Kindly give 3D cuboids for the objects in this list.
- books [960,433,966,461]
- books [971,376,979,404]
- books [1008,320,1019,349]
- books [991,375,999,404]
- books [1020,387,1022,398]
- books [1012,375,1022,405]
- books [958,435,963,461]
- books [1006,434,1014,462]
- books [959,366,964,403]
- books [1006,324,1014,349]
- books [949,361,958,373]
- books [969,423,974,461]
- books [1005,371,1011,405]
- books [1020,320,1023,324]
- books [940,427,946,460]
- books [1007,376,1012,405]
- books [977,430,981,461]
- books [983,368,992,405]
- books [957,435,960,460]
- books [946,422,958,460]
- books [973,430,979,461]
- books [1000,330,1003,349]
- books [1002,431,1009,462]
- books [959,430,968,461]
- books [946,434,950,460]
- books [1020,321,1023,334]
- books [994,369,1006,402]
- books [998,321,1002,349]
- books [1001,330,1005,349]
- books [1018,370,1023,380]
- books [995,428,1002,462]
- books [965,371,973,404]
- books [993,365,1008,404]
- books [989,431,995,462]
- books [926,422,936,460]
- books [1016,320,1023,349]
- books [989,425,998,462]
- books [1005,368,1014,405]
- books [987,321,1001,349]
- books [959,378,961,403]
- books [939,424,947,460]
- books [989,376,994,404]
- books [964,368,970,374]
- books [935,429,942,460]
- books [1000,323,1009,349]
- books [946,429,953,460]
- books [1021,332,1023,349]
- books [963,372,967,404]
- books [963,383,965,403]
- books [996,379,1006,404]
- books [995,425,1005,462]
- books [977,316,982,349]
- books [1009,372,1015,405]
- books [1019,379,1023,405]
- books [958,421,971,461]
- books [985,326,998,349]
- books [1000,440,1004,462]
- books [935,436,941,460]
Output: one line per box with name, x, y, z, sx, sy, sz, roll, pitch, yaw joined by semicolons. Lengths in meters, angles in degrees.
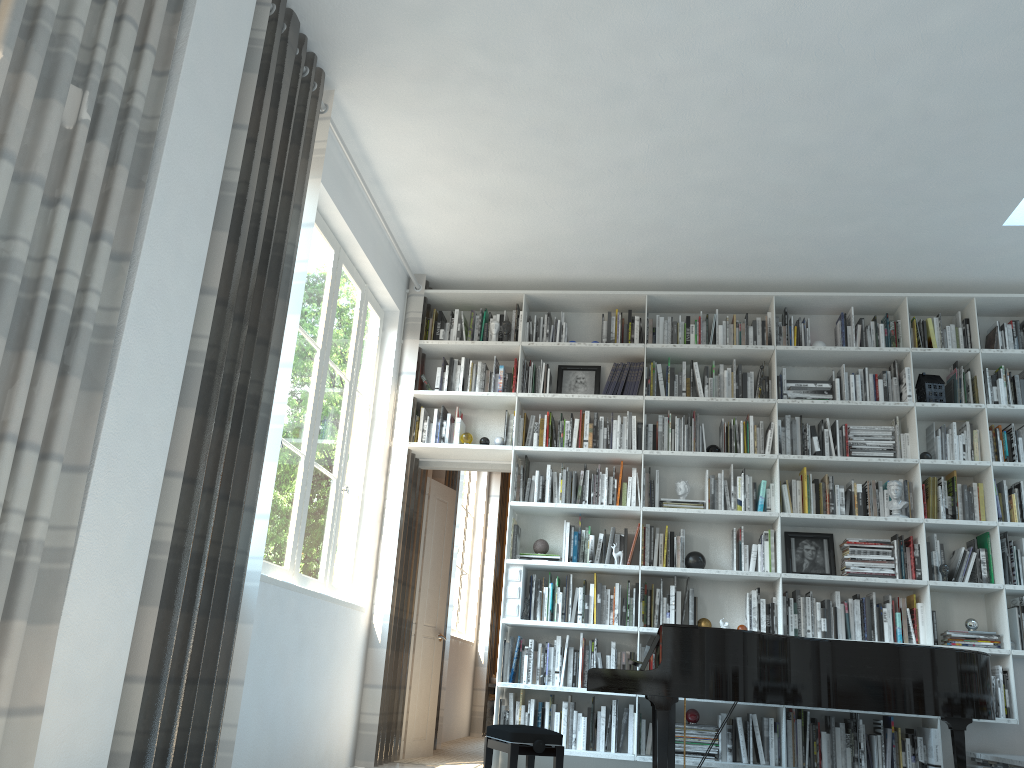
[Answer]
books;2.837;0.436;5.621;0.029;0.210;0.158;1;-19;8
books;2.957;0.083;5.708;0.008;0.213;0.224;1;-19;8
books;3.266;-0.268;5.810;0.030;0.254;0.161;1;-19;8
books;3.090;0.081;5.716;0.026;0.242;0.148;1;-19;8
books;3.240;0.101;5.698;0.014;0.214;0.132;1;-19;8
books;3.218;0.082;5.687;0.027;0.240;0.160;1;-19;8
books;2.816;0.442;5.621;0.027;0.196;0.185;1;-19;8
books;3.112;0.443;5.593;0.026;0.215;0.162;1;-19;8
books;2.886;0.048;5.735;0.021;0.287;0.180;1;-19;8
books;3.236;-0.254;5.810;0.028;0.225;0.164;1;-19;8
books;2.875;0.031;5.766;0.025;0.338;0.143;1;-18;8
books;2.892;0.407;5.630;0.025;0.276;0.173;1;-19;8
books;3.158;0.068;5.702;0.010;0.267;0.166;1;-19;8
books;3.374;-0.282;5.802;0.024;0.291;0.168;1;-18;8
books;2.728;0.419;5.655;0.028;0.249;0.165;1;-19;8
books;3.169;0.087;5.704;0.012;0.235;0.166;1;-19;8
books;2.925;0.427;5.618;0.026;0.237;0.173;1;-19;8
books;3.049;0.058;5.721;0.012;0.284;0.160;1;-18;8
books;2.797;0.441;5.621;0.024;0.194;0.173;1;-19;8
books;2.782;0.399;5.625;0.028;0.274;0.187;1;-19;8
books;2.904;0.425;5.605;0.028;0.229;0.177;1;-19;8
books;3.187;-0.266;5.831;0.012;0.254;0.134;1;-18;8
books;3.094;0.432;5.597;0.013;0.235;0.158;1;-19;8
books;2.858;0.427;5.628;0.024;0.233;0.150;1;-19;8
books;2.752;0.439;5.644;0.023;0.206;0.171;1;-19;8
books;3.344;-0.274;5.779;0.028;0.257;0.185;1;-19;8
books;3.135;0.063;5.714;0.011;0.282;0.173;1;-19;8
books;3.174;-0.264;5.822;0.011;0.243;0.173;1;-19;8
books;3.194;-0.235;5.809;0.009;0.182;0.160;1;-19;8
books;3.283;0.069;5.703;0.013;0.283;0.155;1;-18;8
books;3.045;0.423;5.598;0.014;0.247;0.177;1;-19;8
books;2.928;0.066;5.718;0.013;0.247;0.187;1;-19;8
books;3.148;0.050;5.711;0.014;0.305;0.153;1;-18;8
books;3.012;0.431;5.622;0.030;0.241;0.139;1;-18;8
books;2.681;0.402;5.673;0.018;0.284;0.160;1;-18;8
books;3.292;-0.267;5.809;0.021;0.255;0.169;1;-19;8
books;3.035;0.413;5.620;0.014;0.277;0.154;1;-18;8
books;3.186;0.061;5.717;0.021;0.295;0.139;1;-18;8
books;3.163;-0.267;5.815;0.009;0.243;0.174;1;-19;8
books;2.876;0.089;5.746;0.024;0.216;0.169;1;-19;8
books;2.743;0.407;5.658;0.019;0.274;0.146;1;-18;8
books;3.072;0.085;5.724;0.012;0.239;0.139;1;-19;8
books;2.958;0.058;5.754;0.005;0.291;0.131;1;-18;8
books;2.711;0.423;5.661;0.024;0.241;0.160;1;-19;8
books;3.204;-0.261;5.803;0.013;0.228;0.174;1;-19;8
books;2.767;0.424;5.642;0.023;0.235;0.179;1;-19;8
books;3.318;-0.229;5.811;0.031;0.190;0.133;1;-19;8
books;2.908;0.067;5.736;0.005;0.254;0.159;1;-19;8
books;2.899;0.091;5.740;0.013;0.210;0.140;1;-19;8
books;3.112;0.093;5.690;0.026;0.207;0.181;1;-19;8
books;3.085;0.416;5.625;0.014;0.283;0.136;1;-18;8
books;3.037;-0.302;5.833;0.019;0.303;0.176;1;-19;8
books;3.203;0.073;5.718;0.012;0.275;0.133;1;-18;8
books;3.261;0.099;5.699;0.028;0.222;0.142;1;-19;8
books;2.877;0.400;5.637;0.028;0.292;0.155;1;-18;8
books;3.134;-0.251;5.807;0.046;0.205;0.184;1;-19;8
books;3.062;0.459;5.596;0.021;0.178;0.137;1;-19;8
books;2.687;0.443;5.635;0.028;0.185;0.182;1;-19;8
